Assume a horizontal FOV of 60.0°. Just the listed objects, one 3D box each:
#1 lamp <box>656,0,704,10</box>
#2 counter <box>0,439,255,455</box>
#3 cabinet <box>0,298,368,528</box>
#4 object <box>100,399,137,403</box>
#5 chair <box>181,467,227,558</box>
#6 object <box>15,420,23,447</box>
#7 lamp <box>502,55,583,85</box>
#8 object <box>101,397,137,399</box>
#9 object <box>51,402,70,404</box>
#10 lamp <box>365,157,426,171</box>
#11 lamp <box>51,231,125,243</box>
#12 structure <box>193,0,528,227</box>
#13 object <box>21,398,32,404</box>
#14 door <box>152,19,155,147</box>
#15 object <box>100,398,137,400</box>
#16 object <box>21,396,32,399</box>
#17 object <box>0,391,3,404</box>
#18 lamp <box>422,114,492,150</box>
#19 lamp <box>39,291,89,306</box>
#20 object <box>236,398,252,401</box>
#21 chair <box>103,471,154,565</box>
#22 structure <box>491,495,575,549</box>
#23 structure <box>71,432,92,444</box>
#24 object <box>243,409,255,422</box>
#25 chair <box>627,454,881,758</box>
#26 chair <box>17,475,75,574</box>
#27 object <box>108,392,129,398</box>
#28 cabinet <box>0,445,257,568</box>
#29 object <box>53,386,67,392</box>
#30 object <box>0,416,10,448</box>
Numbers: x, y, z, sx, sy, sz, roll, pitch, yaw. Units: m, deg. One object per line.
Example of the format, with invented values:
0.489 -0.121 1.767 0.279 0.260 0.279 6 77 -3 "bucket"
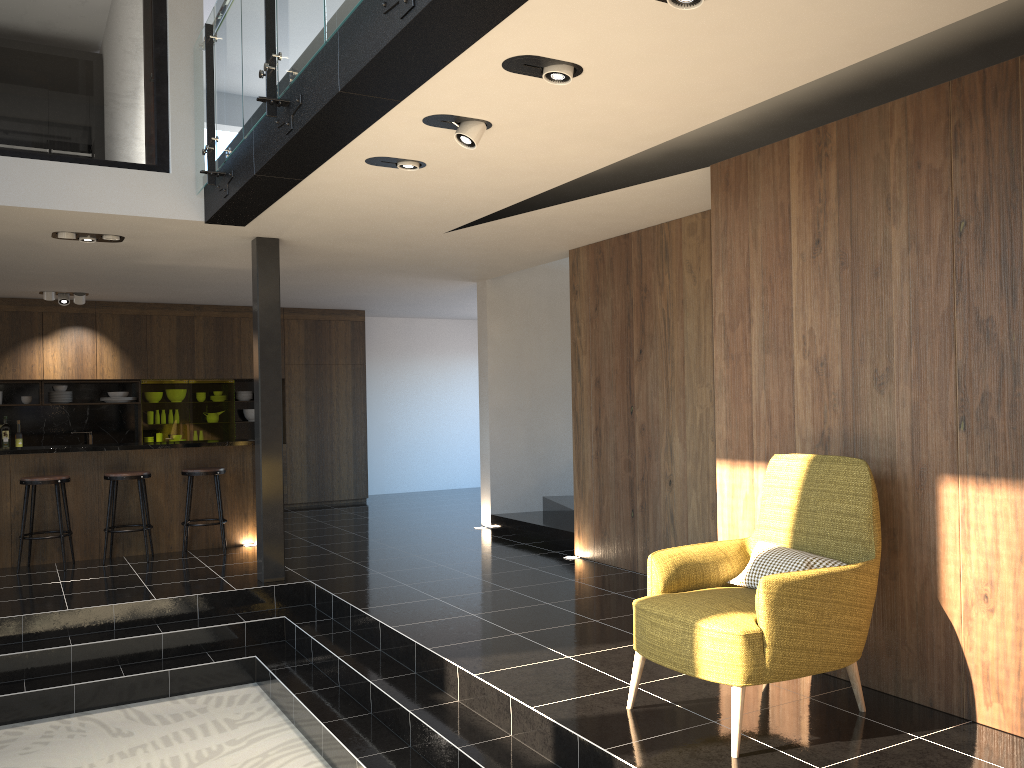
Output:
0.502 -1.321 2.840 0.346 0.177 0.195 -1 -1 -29 "lamp"
-4.207 0.599 8.136 3.573 0.041 0.698 0 -1 -29 "counter"
-5.256 0.346 11.144 6.892 2.690 0.869 -1 -1 -29 "cabinet"
-5.073 0.223 11.440 0.438 0.039 0.438 -1 -1 7 "object"
-2.898 1.196 8.352 0.412 0.799 0.412 -1 -1 -20 "chair"
-6.095 0.645 10.960 0.077 0.395 0.077 -1 0 13 "object"
0.121 -1.301 3.517 0.346 0.177 0.195 -1 -1 -29 "lamp"
-5.073 0.196 11.440 0.438 0.039 0.438 -1 -1 7 "object"
-5.687 0.235 11.173 0.269 0.024 0.269 -1 -1 9 "object"
-0.638 -1.269 4.869 0.346 0.158 0.195 -1 -1 -29 "lamp"
-3.246 -1.180 6.794 0.501 0.194 0.349 -1 -1 -29 "lamp"
-1.379 -0.032 2.537 3.447 4.868 7.281 -1 -1 -30 "structure"
-5.980 0.214 10.928 0.122 0.072 0.122 -1 -1 -4 "object"
-2.728 -2.621 6.845 0.104 2.347 0.931 -1 0 -29 "door"
-5.073 0.210 11.440 0.438 0.039 0.438 -1 -1 7 "object"
-5.980 0.189 10.928 0.122 0.072 0.122 -1 -1 -4 "object"
-6.241 0.171 10.755 0.109 0.161 0.109 -1 -1 -17 "object"
-0.257 -1.245 4.192 0.346 0.247 0.195 -1 -1 -29 "lamp"
-5.084 -1.038 10.065 0.501 0.280 0.349 -1 -1 -29 "lamp"
-3.687 0.214 12.206 0.220 0.033 0.220 -1 -1 -20 "object"
-3.473 1.201 8.028 0.412 0.799 0.412 -1 -1 -20 "chair"
2.232 -0.032 7.180 1.964 3.017 6.664 -1 -1 -29 "structure"
-5.307 0.712 10.954 0.242 0.231 0.173 -1 -1 -30 "structure"
-3.583 0.434 12.272 0.264 0.170 0.264 -2 -1 35 "object"
1.074 0.880 3.902 1.030 1.097 0.807 -1 -1 -30 "chair"
-4.048 1.206 7.705 0.412 0.799 0.412 -1 -1 -20 "chair"
-5.077 0.148 11.441 0.254 0.088 0.254 -1 -1 -4 "object"
-4.195 1.117 8.134 3.563 0.994 0.698 -1 -1 -29 "cabinet"
-5.692 0.066 11.172 0.168 0.087 0.168 -1 -1 -10 "object"
-6.231 0.618 10.876 0.133 0.451 0.116 -1 0 -29 "object"
